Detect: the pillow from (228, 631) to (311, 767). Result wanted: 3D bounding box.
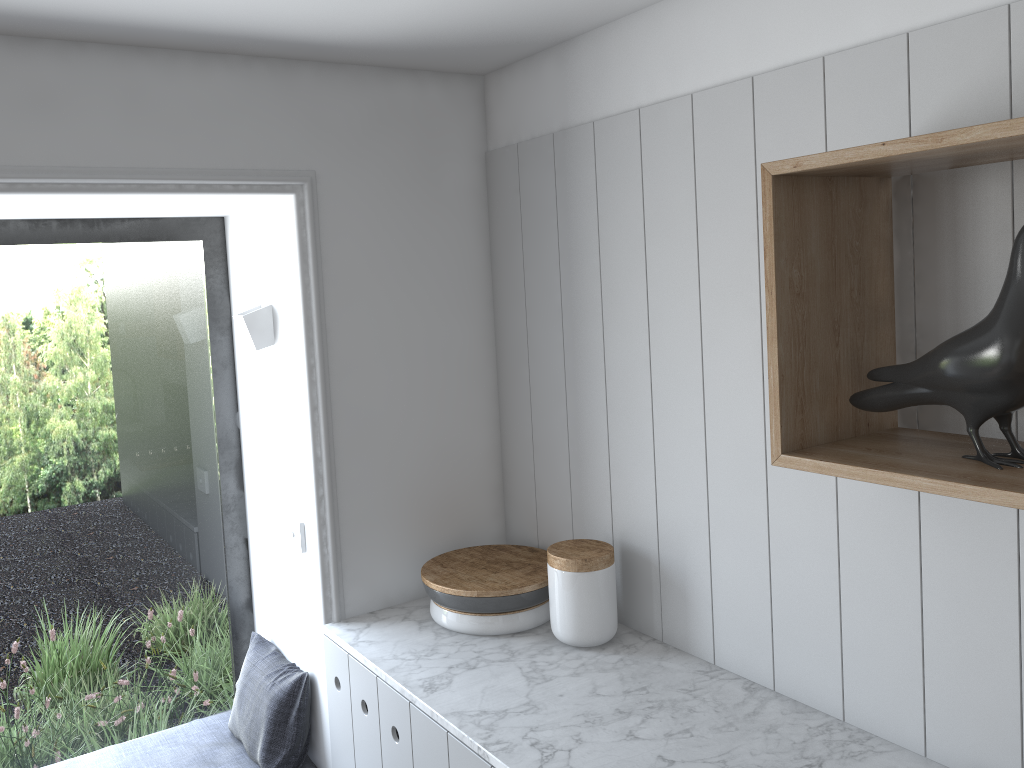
[{"bbox_3d":[-0.663,0.895,2.453,0.177,0.292,0.413,-6,6,-33],"label":"pillow"}]

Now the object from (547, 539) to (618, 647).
[{"bbox_3d":[0.163,0.484,2.036,0.157,0.212,0.151,-1,5,25],"label":"object"}]

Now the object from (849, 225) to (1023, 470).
[{"bbox_3d":[0.627,-0.066,1.237,0.136,0.333,0.343,-6,6,-32],"label":"object"}]

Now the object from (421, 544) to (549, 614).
[{"bbox_3d":[-0.049,0.493,2.240,0.365,0.065,0.356,-1,7,16],"label":"object"}]

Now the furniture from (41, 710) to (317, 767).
[{"bbox_3d":[-1.047,1.098,2.243,1.027,0.115,0.612,-8,8,-33],"label":"furniture"}]

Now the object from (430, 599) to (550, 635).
[{"bbox_3d":[-0.046,0.551,2.243,0.328,0.055,0.325,-3,7,6],"label":"object"}]
